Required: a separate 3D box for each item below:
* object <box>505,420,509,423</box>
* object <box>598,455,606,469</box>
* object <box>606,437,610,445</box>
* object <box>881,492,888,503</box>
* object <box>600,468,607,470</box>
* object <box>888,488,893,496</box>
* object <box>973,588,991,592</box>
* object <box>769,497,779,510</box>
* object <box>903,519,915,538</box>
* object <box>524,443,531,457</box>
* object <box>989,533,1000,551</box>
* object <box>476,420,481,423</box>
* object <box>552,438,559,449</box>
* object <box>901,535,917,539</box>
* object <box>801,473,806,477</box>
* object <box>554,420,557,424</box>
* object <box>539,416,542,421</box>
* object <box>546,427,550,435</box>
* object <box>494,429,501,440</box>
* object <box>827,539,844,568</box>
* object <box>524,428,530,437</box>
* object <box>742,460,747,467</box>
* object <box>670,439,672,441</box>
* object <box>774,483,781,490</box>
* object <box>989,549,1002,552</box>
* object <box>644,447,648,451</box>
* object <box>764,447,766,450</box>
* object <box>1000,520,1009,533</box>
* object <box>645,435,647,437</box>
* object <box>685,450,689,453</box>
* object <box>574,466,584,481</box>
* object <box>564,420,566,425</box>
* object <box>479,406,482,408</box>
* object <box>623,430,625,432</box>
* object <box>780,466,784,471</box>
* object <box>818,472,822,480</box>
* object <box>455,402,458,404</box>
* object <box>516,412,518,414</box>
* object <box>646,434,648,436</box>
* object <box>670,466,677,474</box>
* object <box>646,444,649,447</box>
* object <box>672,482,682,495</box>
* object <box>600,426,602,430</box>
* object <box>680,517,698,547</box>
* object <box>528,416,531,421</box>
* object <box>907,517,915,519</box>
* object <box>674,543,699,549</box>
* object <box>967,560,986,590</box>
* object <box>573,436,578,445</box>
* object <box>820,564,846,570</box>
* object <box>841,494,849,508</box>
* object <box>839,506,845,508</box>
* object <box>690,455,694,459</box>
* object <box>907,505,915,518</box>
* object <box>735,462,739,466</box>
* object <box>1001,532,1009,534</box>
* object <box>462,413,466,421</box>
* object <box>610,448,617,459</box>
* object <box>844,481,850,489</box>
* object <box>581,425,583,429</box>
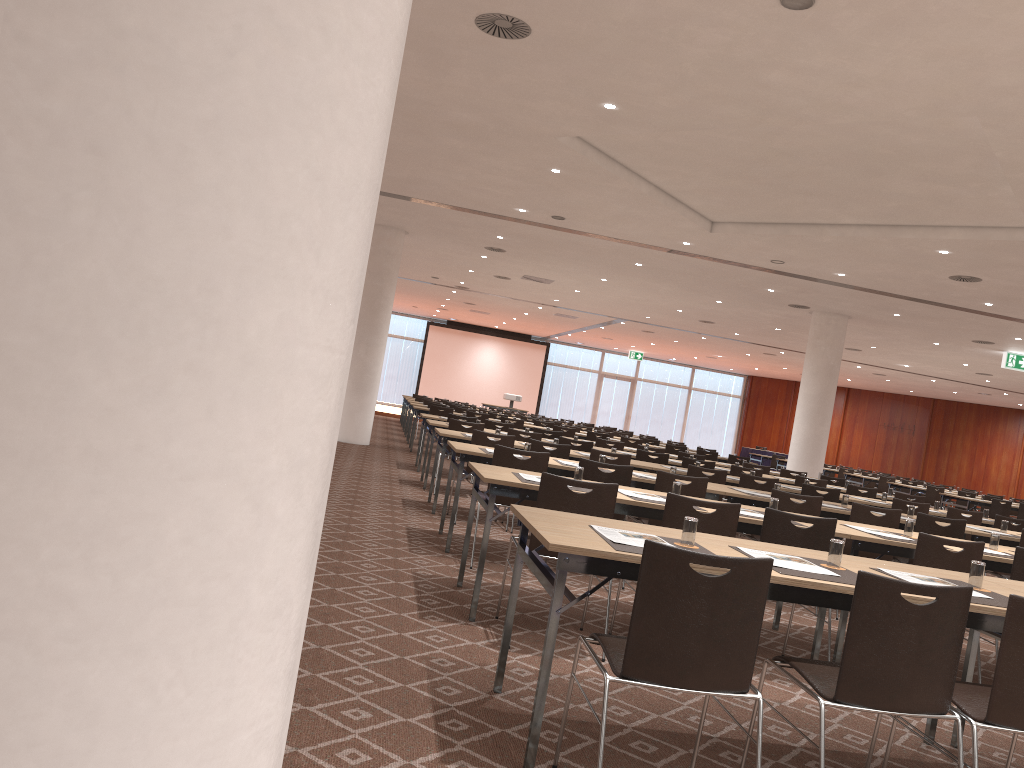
[{"bbox_3d":[-0.085,0.617,13.582,0.054,0.114,0.054,10,0,3],"label":"object"},{"bbox_3d":[0.774,0.670,7.647,0.054,0.114,0.054,10,-1,-42],"label":"object"},{"bbox_3d":[1.494,0.888,13.819,0.054,0.114,0.054,10,0,-20],"label":"object"},{"bbox_3d":[4.282,1.304,10.193,0.054,0.114,0.054,10,-1,-42],"label":"object"},{"bbox_3d":[0.771,0.727,7.638,0.102,0.001,0.102,10,-1,-20],"label":"object"},{"bbox_3d":[5.269,1.505,12.348,0.054,0.114,0.054,9,0,25],"label":"object"},{"bbox_3d":[1.984,0.873,3.777,0.102,0.001,0.102,10,-1,-42],"label":"object"},{"bbox_3d":[1.696,0.797,5.754,0.054,0.114,0.054,9,0,25],"label":"object"},{"bbox_3d":[2.638,0.959,5.891,0.054,0.114,0.054,10,0,-20],"label":"object"},{"bbox_3d":[0.128,0.559,7.558,0.054,0.114,0.054,9,0,25],"label":"object"},{"bbox_3d":[3.266,1.067,6.003,0.054,0.114,0.054,10,0,-20],"label":"object"},{"bbox_3d":[-0.441,0.524,11.517,0.054,0.114,0.054,9,0,25],"label":"object"},{"bbox_3d":[0.474,0.650,9.628,0.054,0.114,0.054,10,0,-20],"label":"object"},{"bbox_3d":[2.638,1.017,5.895,0.102,0.001,0.102,10,-1,-42],"label":"object"},{"bbox_3d":[3.992,1.286,12.164,0.054,0.114,0.054,10,-1,-42],"label":"object"},{"bbox_3d":[1.046,0.929,21.322,0.054,0.114,0.054,9,0,25],"label":"object"},{"bbox_3d":[0.753,0.910,23.311,0.054,0.114,0.054,9,0,25],"label":"object"},{"bbox_3d":[0.551,0.726,13.684,0.054,0.114,0.054,9,0,25],"label":"object"},{"bbox_3d":[-0.155,0.542,9.536,0.054,0.114,0.054,10,0,-20],"label":"object"},{"bbox_3d":[1.348,0.706,3.696,0.054,0.114,0.054,9,0,25],"label":"object"},{"bbox_3d":[0.196,0.633,11.607,0.054,0.114,0.054,10,0,3],"label":"object"},{"bbox_3d":[3.704,1.268,14.144,0.054,0.114,0.054,10,0,3],"label":"object"},{"bbox_3d":[3.893,1.418,21.747,0.054,0.114,0.054,10,-1,-42],"label":"object"},{"bbox_3d":[2.352,0.941,7.870,0.054,0.114,0.054,9,0,25],"label":"object"},{"bbox_3d":[3.269,1.125,5.995,0.102,0.001,0.102,10,-1,-42],"label":"object"},{"bbox_3d":[1.783,0.906,11.843,0.054,0.114,0.054,9,0,25],"label":"object"},{"bbox_3d":[9.134,2.337,31.980,0.054,0.114,0.054,10,0,3],"label":"object"},{"bbox_3d":[4.558,1.320,8.211,0.054,0.114,0.054,10,0,3],"label":"object"},{"bbox_3d":[3.257,1.309,21.663,0.054,0.114,0.054,9,0,25],"label":"object"},{"bbox_3d":[2.758,1.105,13.999,0.054,0.114,0.054,10,0,-20],"label":"object"},{"bbox_3d":[0.417,0.577,5.564,0.054,0.114,0.054,10,0,-20],"label":"object"},{"bbox_3d":[1.395,1.020,23.402,0.054,0.114,0.054,9,0,25],"label":"object"},{"bbox_3d":[-0.826,0.639,23.084,0.054,0.114,0.054,9,0,25],"label":"object"},{"bbox_3d":[2.981,1.293,23.631,0.054,0.114,0.054,9,0,25],"label":"object"},{"bbox_3d":[4.343,1.378,14.247,0.054,0.114,0.054,9,0,25],"label":"object"},{"bbox_3d":[4.982,1.487,14.337,0.054,0.114,0.054,10,0,-20],"label":"object"},{"bbox_3d":[-1.443,0.532,22.977,0.054,0.114,0.054,9,0,25],"label":"object"},{"bbox_3d":[0.133,0.803,23.216,0.054,0.114,0.054,9,0,25],"label":"object"},{"bbox_3d":[3.616,1.402,23.730,0.054,0.114,0.054,10,-1,-42],"label":"object"},{"bbox_3d":[1.402,0.778,7.737,0.054,0.114,0.054,10,-1,-42],"label":"object"},{"bbox_3d":[2.117,0.995,13.907,0.054,0.114,0.054,10,0,-20],"label":"object"},{"bbox_3d":[1.051,0.686,5.673,0.054,0.114,0.054,10,0,3],"label":"object"},{"bbox_3d":[2.352,1.185,23.545,0.054,0.114,0.054,9,0,25],"label":"object"},{"bbox_3d":[0.717,0.597,3.586,0.054,0.114,0.054,10,-1,-42],"label":"object"},{"bbox_3d":[0.418,0.821,21.232,0.054,0.114,0.054,9,0,25],"label":"object"},{"bbox_3d":[3.622,1.217,8.060,0.102,0.001,0.102,10,-1,-20],"label":"object"},{"bbox_3d":[0.705,0.653,3.583,0.102,0.001,0.102,10,-1,-42],"label":"object"},{"bbox_3d":[1.986,0.815,3.790,0.054,0.114,0.054,10,-1,-42],"label":"object"},{"bbox_3d":[0.838,0.744,11.691,0.054,0.114,0.054,10,0,3],"label":"object"},{"bbox_3d":[1.335,0.762,3.689,0.102,0.001,0.102,10,-1,-42],"label":"object"},{"bbox_3d":[2.994,1.051,7.970,0.054,0.114,0.054,9,0,25],"label":"object"},{"bbox_3d":[2.983,1.108,7.980,0.102,0.001,0.102,10,-1,-20],"label":"object"},{"bbox_3d":[2.413,1.014,11.932,0.054,0.114,0.054,9,0,25],"label":"object"},{"bbox_3d":[3.627,1.160,8.060,0.054,0.114,0.054,9,0,25],"label":"object"},{"bbox_3d":[3.047,1.123,12.022,0.054,0.114,0.054,9,0,25],"label":"object"},{"bbox_3d":[4.558,1.378,8.199,0.102,0.001,0.102,10,-1,-20],"label":"object"},{"bbox_3d":[-0.729,0.506,13.481,0.054,0.114,0.054,10,0,-20],"label":"object"},{"bbox_3d":[1.112,0.759,9.714,0.054,0.114,0.054,10,-1,-42],"label":"object"},{"bbox_3d":[4.630,1.395,12.253,0.054,0.114,0.054,10,-1,-42],"label":"object"},{"bbox_3d":[1.677,1.037,21.425,0.054,0.114,0.054,9,0,25],"label":"object"}]
